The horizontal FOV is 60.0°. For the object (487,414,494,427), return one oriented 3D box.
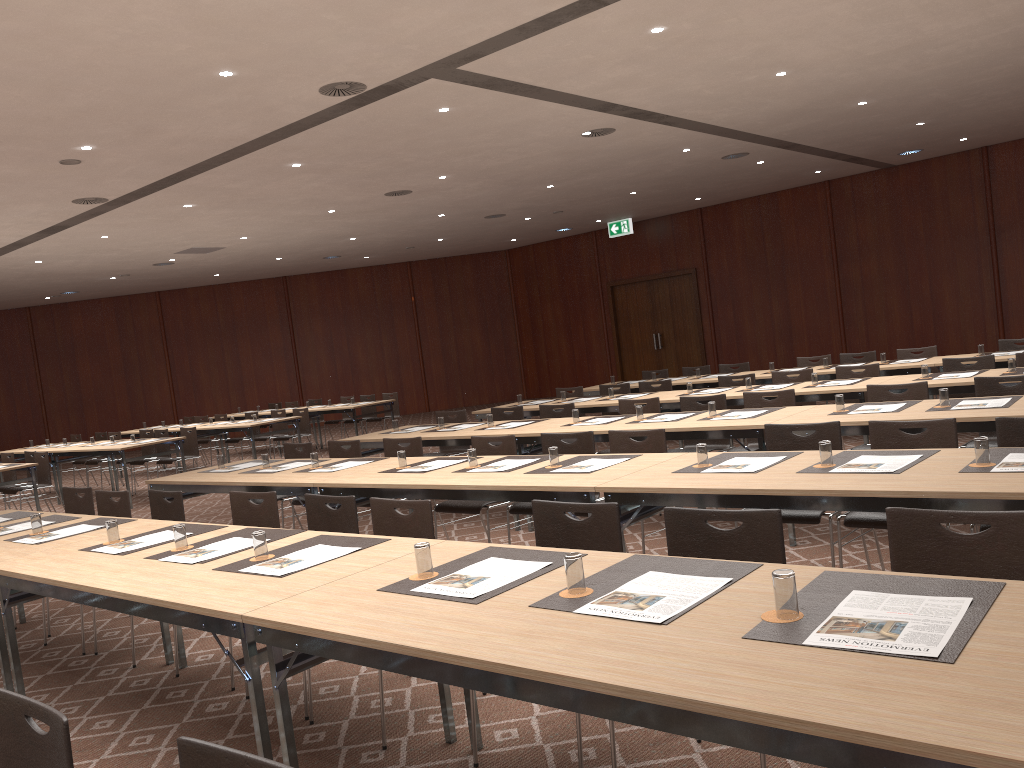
[{"bbox_3d":[-0.201,0.337,8.176,0.054,0.114,0.054,-8,3,-16],"label":"object"}]

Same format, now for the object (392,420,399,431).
[{"bbox_3d":[-1.182,0.421,9.011,0.054,0.114,0.054,-7,3,7],"label":"object"}]

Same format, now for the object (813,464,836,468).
[{"bbox_3d":[1.459,0.382,4.141,0.102,0.001,0.102,-6,3,29],"label":"object"}]

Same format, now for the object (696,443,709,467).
[{"bbox_3d":[0.977,0.365,4.556,0.054,0.114,0.054,-8,3,-16],"label":"object"}]

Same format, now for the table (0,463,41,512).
[{"bbox_3d":[-6.998,1.523,11.416,2.268,0.833,0.952,-5,4,41],"label":"table"}]

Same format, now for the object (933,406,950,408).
[{"bbox_3d":[2.744,0.144,5.658,0.102,0.001,0.102,-6,3,29],"label":"object"}]

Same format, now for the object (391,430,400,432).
[{"bbox_3d":[-1.181,0.477,9.037,0.102,0.001,0.102,-9,4,-38],"label":"object"}]

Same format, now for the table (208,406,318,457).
[{"bbox_3d":[-4.877,0.958,17.438,2.268,0.833,0.952,-5,4,41],"label":"table"}]

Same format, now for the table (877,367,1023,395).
[{"bbox_3d":[4.186,0.316,7.054,2.268,0.833,0.952,-5,4,41],"label":"table"}]

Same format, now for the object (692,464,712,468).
[{"bbox_3d":[0.982,0.421,4.571,0.102,0.001,0.102,-6,3,29],"label":"object"}]

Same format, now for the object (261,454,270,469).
[{"bbox_3d":[-1.966,0.615,7.074,0.054,0.114,0.054,-8,3,-16],"label":"object"}]

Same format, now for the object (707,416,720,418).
[{"bbox_3d":[1.527,0.247,6.706,0.102,0.001,0.102,-6,3,29],"label":"object"}]

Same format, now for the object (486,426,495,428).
[{"bbox_3d":[-0.197,0.394,8.191,0.102,0.001,0.102,-6,3,29],"label":"object"}]

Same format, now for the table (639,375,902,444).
[{"bbox_3d":[2.465,0.462,8.529,2.268,0.833,0.952,-5,4,41],"label":"table"}]

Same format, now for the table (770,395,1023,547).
[{"bbox_3d":[2.905,0.553,5.538,2.268,0.833,0.952,-5,4,41],"label":"table"}]

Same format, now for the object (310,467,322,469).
[{"bbox_3d":[-1.472,0.630,6.661,0.102,0.001,0.102,-6,3,29],"label":"object"}]

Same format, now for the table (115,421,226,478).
[{"bbox_3d":[-6.157,1.195,15.923,2.268,0.833,0.952,-5,4,41],"label":"table"}]

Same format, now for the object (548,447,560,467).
[{"bbox_3d":[0.246,0.426,5.194,0.054,0.114,0.054,-8,3,-16],"label":"object"}]

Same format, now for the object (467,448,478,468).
[{"bbox_3d":[-0.250,0.468,5.619,0.054,0.114,0.054,-8,3,-16],"label":"object"}]

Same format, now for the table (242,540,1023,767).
[{"bbox_3d":[0.345,1.027,2.507,2.268,0.833,0.952,-5,4,41],"label":"table"}]

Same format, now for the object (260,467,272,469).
[{"bbox_3d":[-1.970,0.672,7.093,0.102,0.001,0.102,-6,3,29],"label":"object"}]

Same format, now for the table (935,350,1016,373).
[{"bbox_3d":[5.466,0.079,8.569,2.268,0.833,0.952,-5,4,41],"label":"table"}]

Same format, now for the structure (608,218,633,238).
[{"bbox_3d":[2.472,-3.559,20.229,0.587,0.346,0.105,-5,4,41],"label":"structure"}]

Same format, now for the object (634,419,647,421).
[{"bbox_3d":[1.035,0.289,7.131,0.102,0.001,0.102,-6,3,29],"label":"object"}]

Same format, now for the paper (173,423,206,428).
[{"bbox_3d":[-5.642,0.725,15.581,0.460,0.003,0.565,-5,4,43],"label":"paper"}]

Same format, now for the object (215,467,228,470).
[{"bbox_3d":[-2.459,0.715,7.504,0.102,0.001,0.102,-9,4,-38],"label":"object"}]

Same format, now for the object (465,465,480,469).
[{"bbox_3d":[-0.248,0.526,5.622,0.102,0.001,0.102,-6,3,29],"label":"object"}]

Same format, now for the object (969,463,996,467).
[{"bbox_3d":[1.967,0.338,3.709,0.102,0.001,0.102,-9,4,-38],"label":"object"}]

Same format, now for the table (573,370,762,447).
[{"bbox_3d":[2.025,0.372,11.519,2.268,0.833,0.952,-5,4,41],"label":"table"}]

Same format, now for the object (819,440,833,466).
[{"bbox_3d":[1.465,0.323,4.138,0.054,0.114,0.054,-8,3,-16],"label":"object"}]

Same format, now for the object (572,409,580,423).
[{"bbox_3d":[0.542,0.274,7.541,0.054,0.114,0.054,-8,3,-16],"label":"object"}]

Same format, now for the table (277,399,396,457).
[{"bbox_3d":[-3.157,0.812,15.963,2.268,0.833,0.952,-5,4,41],"label":"table"}]

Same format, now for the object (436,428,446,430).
[{"bbox_3d":[-0.686,0.435,8.610,0.102,0.001,0.102,-6,3,29],"label":"object"}]

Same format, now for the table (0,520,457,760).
[{"bbox_3d":[-1.376,1.173,3.982,2.268,0.833,0.952,-5,4,41],"label":"table"}]

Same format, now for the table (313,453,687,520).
[{"bbox_3d":[-0.095,0.936,5.498,2.268,0.833,0.952,-5,4,41],"label":"table"}]

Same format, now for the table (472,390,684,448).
[{"bbox_3d":[0.745,0.609,10.004,2.268,0.833,0.952,-5,4,41],"label":"table"}]

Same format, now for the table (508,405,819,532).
[{"bbox_3d":[1.185,0.699,7.013,2.268,0.833,0.952,-5,4,41],"label":"table"}]

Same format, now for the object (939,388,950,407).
[{"bbox_3d":[2.754,0.085,5.651,0.054,0.114,0.054,-8,3,-16],"label":"object"}]

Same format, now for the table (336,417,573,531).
[{"bbox_3d":[-0.535,0.846,8.488,2.268,0.833,0.952,-5,4,41],"label":"table"}]

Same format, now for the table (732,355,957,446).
[{"bbox_3d":[3.746,0.225,10.044,2.268,0.833,0.952,-5,4,41],"label":"table"}]

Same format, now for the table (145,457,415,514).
[{"bbox_3d":[-1.816,1.082,6.973,2.268,0.833,0.952,-5,4,41],"label":"table"}]

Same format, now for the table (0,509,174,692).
[{"bbox_3d":[-3.096,1.319,5.457,2.268,0.833,0.952,-5,4,41],"label":"table"}]

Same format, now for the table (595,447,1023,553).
[{"bbox_3d":[1.625,0.790,4.022,2.268,0.833,0.952,-5,4,41],"label":"table"}]

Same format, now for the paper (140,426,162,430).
[{"bbox_3d":[-6.626,0.807,16.374,0.284,0.006,0.397,-5,4,43],"label":"paper"}]

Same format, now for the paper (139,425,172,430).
[{"bbox_3d":[-6.603,0.806,16.407,0.460,0.003,0.565,-5,4,39],"label":"paper"}]

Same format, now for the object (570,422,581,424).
[{"bbox_3d":[0.542,0.331,7.543,0.102,0.001,0.102,-6,3,29],"label":"object"}]

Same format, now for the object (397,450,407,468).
[{"bbox_3d":[-0.746,0.512,6.024,0.054,0.114,0.054,-8,3,-16],"label":"object"}]

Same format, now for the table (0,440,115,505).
[{"bbox_3d":[-7.438,1.432,14.407,2.268,0.833,0.952,-5,4,41],"label":"table"}]

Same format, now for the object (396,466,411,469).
[{"bbox_3d":[-0.740,0.568,6.031,0.102,0.001,0.102,-6,3,29],"label":"object"}]

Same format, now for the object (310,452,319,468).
[{"bbox_3d":[-1.483,0.573,6.670,0.054,0.114,0.054,-8,3,-16],"label":"object"}]

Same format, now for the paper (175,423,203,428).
[{"bbox_3d":[-5.640,0.724,15.511,0.284,0.006,0.397,-5,4,40],"label":"paper"}]

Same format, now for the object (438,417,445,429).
[{"bbox_3d":[-0.686,0.378,8.598,0.054,0.114,0.054,-8,3,-16],"label":"object"}]

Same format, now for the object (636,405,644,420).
[{"bbox_3d":[1.027,0.232,7.136,0.054,0.114,0.054,-8,3,-16],"label":"object"}]

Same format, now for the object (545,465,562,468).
[{"bbox_3d":[0.244,0.484,5.195,0.102,0.001,0.102,-6,3,29],"label":"object"}]

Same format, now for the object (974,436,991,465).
[{"bbox_3d":[1.970,0.280,3.716,0.054,0.114,0.054,-7,3,7],"label":"object"}]

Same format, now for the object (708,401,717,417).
[{"bbox_3d":[1.514,0.191,6.703,0.054,0.114,0.054,-8,3,-16],"label":"object"}]

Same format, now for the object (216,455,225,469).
[{"bbox_3d":[-2.464,0.657,7.499,0.054,0.114,0.054,-7,3,7],"label":"object"}]

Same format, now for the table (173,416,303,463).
[{"bbox_3d":[-4.437,1.049,14.447,2.268,0.833,0.952,-5,4,41],"label":"table"}]

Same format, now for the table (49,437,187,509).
[{"bbox_3d":[-5.717,1.286,12.932,2.268,0.833,0.952,-5,4,41],"label":"table"}]
